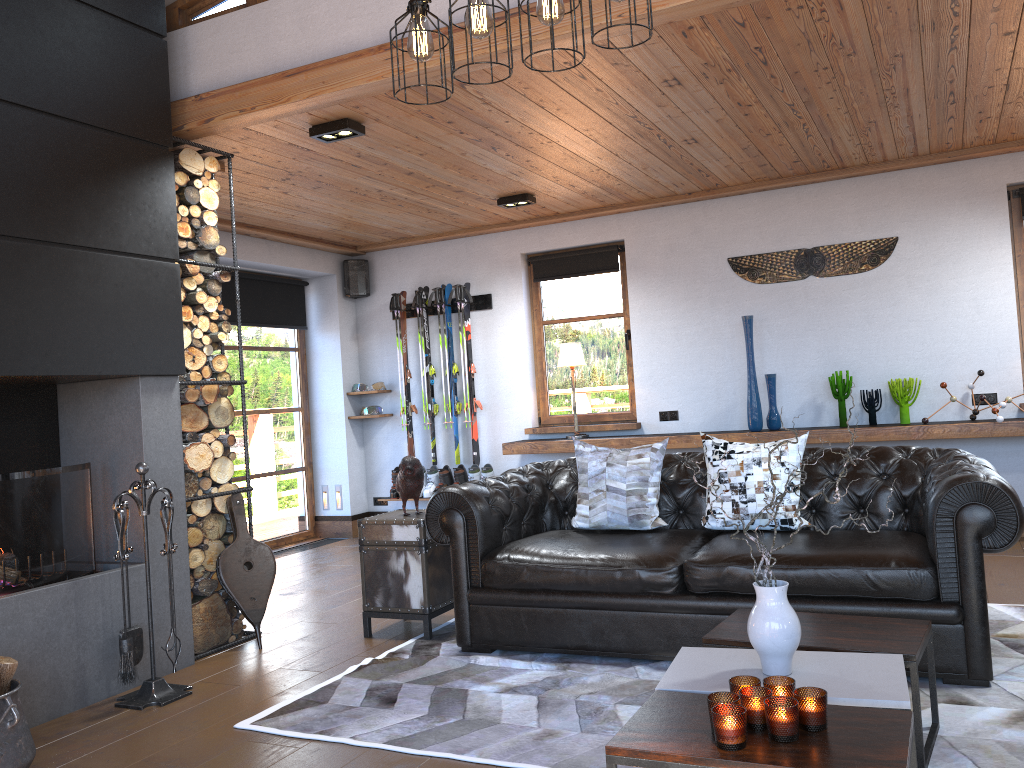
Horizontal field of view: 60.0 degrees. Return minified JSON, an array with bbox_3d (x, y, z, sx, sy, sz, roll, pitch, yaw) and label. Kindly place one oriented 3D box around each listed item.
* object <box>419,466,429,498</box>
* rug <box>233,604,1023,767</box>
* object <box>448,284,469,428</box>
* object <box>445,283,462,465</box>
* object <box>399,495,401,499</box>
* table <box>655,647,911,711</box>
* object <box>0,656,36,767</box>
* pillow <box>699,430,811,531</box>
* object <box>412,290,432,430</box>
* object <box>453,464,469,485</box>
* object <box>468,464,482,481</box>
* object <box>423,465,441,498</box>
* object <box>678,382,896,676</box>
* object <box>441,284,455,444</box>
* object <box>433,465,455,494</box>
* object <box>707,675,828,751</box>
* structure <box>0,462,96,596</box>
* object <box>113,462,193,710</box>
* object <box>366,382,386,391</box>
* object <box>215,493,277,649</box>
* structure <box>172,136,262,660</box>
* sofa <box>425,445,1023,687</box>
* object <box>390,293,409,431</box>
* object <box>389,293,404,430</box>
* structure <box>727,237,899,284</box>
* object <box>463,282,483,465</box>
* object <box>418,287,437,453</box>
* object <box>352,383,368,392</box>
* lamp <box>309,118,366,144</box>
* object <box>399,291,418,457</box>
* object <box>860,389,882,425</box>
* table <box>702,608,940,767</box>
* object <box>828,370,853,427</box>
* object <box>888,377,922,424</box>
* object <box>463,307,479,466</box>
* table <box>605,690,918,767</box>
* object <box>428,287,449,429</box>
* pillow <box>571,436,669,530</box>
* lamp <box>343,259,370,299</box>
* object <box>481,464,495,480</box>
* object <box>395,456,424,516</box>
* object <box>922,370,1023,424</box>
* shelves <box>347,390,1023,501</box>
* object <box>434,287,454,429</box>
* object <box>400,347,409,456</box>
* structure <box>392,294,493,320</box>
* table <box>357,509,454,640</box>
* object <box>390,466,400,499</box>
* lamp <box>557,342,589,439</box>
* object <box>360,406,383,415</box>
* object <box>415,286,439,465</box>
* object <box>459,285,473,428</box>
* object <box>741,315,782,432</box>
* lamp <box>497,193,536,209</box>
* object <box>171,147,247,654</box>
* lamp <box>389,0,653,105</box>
[{"bbox_3d":[-0.826,0.867,7.883,0.115,0.270,0.254,-5,-2,31],"label":"object"},{"bbox_3d":[1.268,1.131,3.581,4.004,0.053,2.455,-4,-1,26],"label":"rug"},{"bbox_3d":[-0.465,-0.240,7.679,0.121,1.250,0.059,-4,-2,-8],"label":"object"},{"bbox_3d":[-0.504,-0.094,7.920,0.072,1.622,0.112,-5,-2,26],"label":"object"},{"bbox_3d":[-0.935,0.875,7.935,0.115,0.270,0.254,-5,-2,31],"label":"object"},{"bbox_3d":[0.780,0.990,2.514,0.645,0.350,0.403,-4,-1,21],"label":"table"},{"bbox_3d":[-1.847,1.149,3.015,0.389,0.431,0.379,-3,-2,-38],"label":"object"},{"bbox_3d":[1.151,0.443,4.211,0.523,0.469,0.286,-4,-2,28],"label":"pillow"},{"bbox_3d":[-0.816,-0.212,7.932,0.120,1.250,0.059,-4,-2,7],"label":"object"},{"bbox_3d":[-0.469,0.841,7.746,0.115,0.270,0.255,-5,-2,41],"label":"object"},{"bbox_3d":[-0.331,0.830,7.649,0.115,0.270,0.253,-4,-1,21],"label":"object"},{"bbox_3d":[-0.711,0.859,7.845,0.115,0.270,0.254,-5,-2,31],"label":"object"},{"bbox_3d":[0.747,0.411,2.483,0.612,0.808,0.411,-5,-2,37],"label":"object"},{"bbox_3d":[-0.566,-0.089,7.962,0.072,1.622,0.112,-5,-2,26],"label":"object"},{"bbox_3d":[-0.604,0.850,7.774,0.255,0.270,0.115,-3,-2,-44],"label":"object"},{"bbox_3d":[0.577,0.781,2.121,0.305,0.081,0.244,-3,-1,-26],"label":"object"},{"bbox_3d":[-2.092,0.624,3.647,0.182,0.514,0.992,-5,-1,26],"label":"structure"},{"bbox_3d":[-1.571,0.845,3.828,0.310,1.018,0.305,-3,-2,-19],"label":"object"},{"bbox_3d":[-1.256,0.022,8.250,0.158,0.084,0.191,-4,-1,25],"label":"object"},{"bbox_3d":[-1.388,0.963,4.616,0.262,0.795,0.268,-4,-2,9],"label":"object"},{"bbox_3d":[-1.767,0.068,4.689,0.507,2.618,0.506,-5,-2,26],"label":"structure"},{"bbox_3d":[0.973,0.767,4.241,2.541,0.838,1.251,-4,-1,25],"label":"sofa"},{"bbox_3d":[-1.025,-0.197,8.032,0.120,1.250,0.059,-4,-2,7],"label":"object"},{"bbox_3d":[-1.025,-0.198,7.950,0.059,1.250,0.121,-4,-2,8],"label":"object"},{"bbox_3d":[2.237,-0.911,6.657,1.236,0.240,0.099,-4,-2,25],"label":"structure"},{"bbox_3d":[-0.321,-0.092,7.772,0.094,1.607,0.116,-5,-2,26],"label":"object"},{"bbox_3d":[-0.779,-0.074,8.028,0.072,1.622,0.112,-5,-2,26],"label":"object"},{"bbox_3d":[-1.416,0.034,8.325,0.188,0.084,0.161,-4,-1,24],"label":"object"},{"bbox_3d":[-0.929,-1.351,4.708,0.258,0.068,0.157,-4,-1,26],"label":"lamp"},{"bbox_3d":[-0.919,-0.048,8.055,0.094,1.607,0.116,-5,-2,26],"label":"object"},{"bbox_3d":[2.596,0.169,6.404,0.130,0.261,0.123,-4,-1,-4],"label":"object"},{"bbox_3d":[1.015,0.980,2.912,0.643,0.350,0.404,-4,-1,31],"label":"table"},{"bbox_3d":[2.397,0.109,6.442,0.159,0.410,0.146,-4,-2,-6],"label":"object"},{"bbox_3d":[2.798,0.120,6.323,0.183,0.332,0.197,-3,-1,-15],"label":"object"},{"bbox_3d":[-0.402,-0.072,7.822,0.094,1.607,0.116,-5,-2,26],"label":"object"},{"bbox_3d":[0.608,0.995,2.107,0.644,0.350,0.404,-4,-1,26],"label":"table"},{"bbox_3d":[-0.648,-0.226,7.781,0.122,1.250,0.058,-3,-2,-18],"label":"object"},{"bbox_3d":[0.544,0.489,4.499,0.523,0.469,0.286,-4,-2,28],"label":"pillow"},{"bbox_3d":[-1.465,-0.989,8.342,0.211,0.349,0.215,-4,-2,26],"label":"lamp"},{"bbox_3d":[-0.218,0.822,7.596,0.115,0.270,0.253,-4,-1,21],"label":"object"},{"bbox_3d":[-0.534,0.533,4.679,0.151,0.319,0.246,-3,-1,-23],"label":"object"},{"bbox_3d":[3.214,0.077,6.038,0.527,0.349,0.638,-3,-1,-37],"label":"object"},{"bbox_3d":[1.500,0.352,6.922,6.577,0.989,0.618,-4,-1,26],"label":"shelves"},{"bbox_3d":[-0.606,-0.228,7.833,0.120,1.250,0.059,-4,-2,7],"label":"object"},{"bbox_3d":[-1.000,-0.027,8.106,0.094,1.607,0.116,-5,-2,26],"label":"object"},{"bbox_3d":[-0.706,-0.696,7.948,1.040,0.135,0.322,-4,-1,25],"label":"structure"},{"bbox_3d":[-0.520,0.990,4.685,0.413,0.609,0.409,-4,-2,26],"label":"table"},{"bbox_3d":[-1.040,0.883,7.987,0.116,0.270,0.253,-4,-1,16],"label":"object"},{"bbox_3d":[0.629,0.397,7.516,0.243,1.482,0.639,-5,-2,29],"label":"lamp"},{"bbox_3d":[-1.329,0.247,8.284,0.190,0.084,0.348,-3,-1,-28],"label":"object"},{"bbox_3d":[-0.757,-0.077,7.927,0.103,1.622,0.256,-4,-2,22],"label":"object"},{"bbox_3d":[-0.374,-0.245,7.737,0.121,1.250,0.058,-3,-2,-13],"label":"object"},{"bbox_3d":[1.861,-0.082,6.624,0.276,0.863,0.110,-3,-2,-19],"label":"object"},{"bbox_3d":[0.034,-1.383,6.675,0.258,0.068,0.157,-4,-1,26],"label":"lamp"},{"bbox_3d":[-1.778,0.075,4.686,0.462,2.613,0.498,-5,-2,26],"label":"object"},{"bbox_3d":[-0.058,-2.001,2.619,0.797,2.202,0.263,-4,-2,16],"label":"lamp"}]
